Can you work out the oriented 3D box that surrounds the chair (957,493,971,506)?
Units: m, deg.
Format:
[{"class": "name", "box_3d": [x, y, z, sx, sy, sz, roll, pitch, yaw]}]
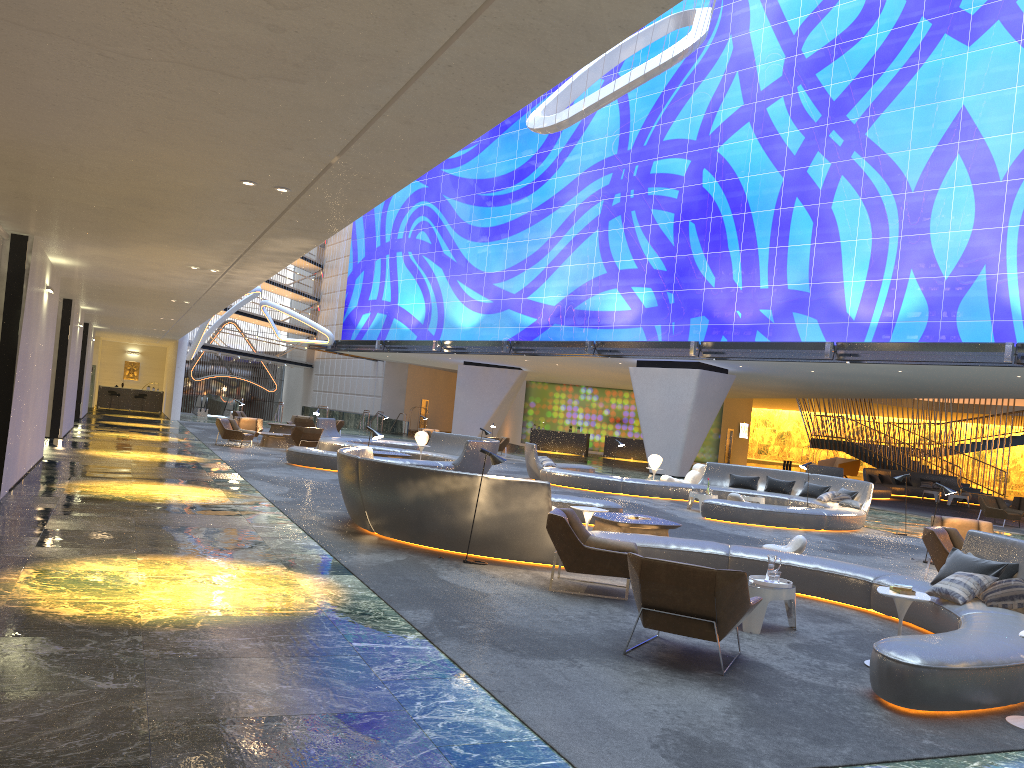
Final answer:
[{"class": "chair", "box_3d": [16.672, 4.252, 32.792, 0.491, 0.501, 0.586, 6, -1, -7]}]

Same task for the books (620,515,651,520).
[{"class": "books", "box_3d": [1.790, 1.911, 12.757, 0.395, 0.039, 0.301, 6, -2, -10]}]

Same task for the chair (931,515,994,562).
[{"class": "chair", "box_3d": [7.058, 2.512, 13.888, 0.928, 0.766, 0.940, 5, -1, 18]}]

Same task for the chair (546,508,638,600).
[{"class": "chair", "box_3d": [0.819, 1.722, 9.060, 0.938, 0.766, 0.930, 6, -1, 10]}]

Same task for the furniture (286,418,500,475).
[{"class": "furniture", "box_3d": [-3.199, 1.726, 24.926, 5.187, 0.969, 9.928, 6, -2, -7]}]

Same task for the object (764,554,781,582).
[{"class": "object", "box_3d": [2.380, 1.693, 8.119, 0.131, 0.252, 0.103, 6, 0, -41]}]

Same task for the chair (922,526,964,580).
[{"class": "chair", "box_3d": [5.934, 2.322, 11.617, 0.937, 0.766, 0.931, 5, -2, 45]}]

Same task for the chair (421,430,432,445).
[{"class": "chair", "box_3d": [-2.975, 2.176, 33.551, 0.938, 0.766, 0.930, 6, -1, 10]}]

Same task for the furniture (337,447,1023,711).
[{"class": "furniture", "box_3d": [1.157, 1.668, 10.429, 5.193, 0.969, 9.917, 7, -2, -27]}]

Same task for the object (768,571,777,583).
[{"class": "object", "box_3d": [2.338, 1.751, 7.971, 0.071, 0.118, 0.071, 6, -1, -41]}]

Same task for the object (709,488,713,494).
[{"class": "object", "box_3d": [4.322, 2.340, 19.323, 0.071, 0.118, 0.151, 6, -1, -13]}]

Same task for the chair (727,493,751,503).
[{"class": "chair", "box_3d": [5.193, 2.653, 19.608, 0.584, 0.501, 1.788, 5, -2, 30]}]

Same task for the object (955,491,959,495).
[{"class": "object", "box_3d": [16.222, 3.976, 32.331, 0.151, 0.118, 0.071, 5, -1, 12]}]

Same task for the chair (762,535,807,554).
[{"class": "chair", "box_3d": [3.596, 2.222, 11.670, 0.586, 0.501, 0.491, 6, -1, 11]}]

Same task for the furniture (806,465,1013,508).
[{"class": "furniture", "box_3d": [13.776, 3.713, 33.325, 9.930, 0.969, 5.186, 6, -2, -7]}]

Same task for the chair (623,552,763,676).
[{"class": "chair", "box_3d": [1.359, 1.698, 6.769, 0.928, 0.766, 0.940, 5, -1, 26]}]

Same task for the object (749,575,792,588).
[{"class": "object", "box_3d": [2.353, 1.799, 8.069, 0.382, 0.038, 0.381, 7, -2, -32]}]

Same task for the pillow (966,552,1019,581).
[{"class": "pillow", "box_3d": [4.551, 1.860, 8.619, 0.295, 0.369, 0.769, 6, -2, -11]}]

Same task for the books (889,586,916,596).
[{"class": "books", "box_3d": [3.085, 1.632, 7.001, 0.128, 0.030, 0.182, 6, -2, -2]}]

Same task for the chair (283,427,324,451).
[{"class": "chair", "box_3d": [-5.949, 1.598, 25.359, 0.931, 0.766, 0.937, 7, -2, -40]}]

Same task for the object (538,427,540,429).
[{"class": "object", "box_3d": [1.410, 2.265, 45.815, 0.107, 0.108, 0.111, 6, -1, 11]}]

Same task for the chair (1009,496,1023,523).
[{"class": "chair", "box_3d": [15.149, 3.735, 25.994, 0.928, 0.766, 0.940, 5, -1, 38]}]

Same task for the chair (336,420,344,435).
[{"class": "chair", "box_3d": [-7.332, 1.818, 35.878, 0.940, 0.766, 0.928, 6, -1, -22]}]

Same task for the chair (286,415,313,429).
[{"class": "chair", "box_3d": [-8.791, 1.702, 36.774, 0.929, 0.766, 0.939, 6, -1, 3]}]

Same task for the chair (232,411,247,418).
[{"class": "chair", "box_3d": [-10.331, 1.467, 34.412, 0.938, 0.766, 0.930, 6, -1, 1]}]

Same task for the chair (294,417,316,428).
[{"class": "chair", "box_3d": [-7.843, 1.702, 33.982, 0.928, 0.766, 0.940, 5, -1, 28]}]

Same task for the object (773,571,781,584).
[{"class": "object", "box_3d": [2.397, 1.759, 8.025, 0.071, 0.118, 0.071, 5, -1, 34]}]

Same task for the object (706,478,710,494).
[{"class": "object", "box_3d": [4.258, 2.210, 19.190, 0.076, 0.356, 0.066, 6, 0, 34]}]

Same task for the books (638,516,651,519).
[{"class": "books", "box_3d": [1.890, 1.927, 12.758, 0.133, 0.012, 0.189, 7, -2, -34]}]

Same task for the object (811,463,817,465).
[{"class": "object", "box_3d": [11.590, 3.226, 34.035, 0.318, 0.387, 0.366, 6, -1, -16]}]

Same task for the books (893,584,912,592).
[{"class": "books", "box_3d": [3.085, 1.606, 6.998, 0.133, 0.022, 0.189, 5, -2, 27]}]

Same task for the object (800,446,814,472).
[{"class": "object", "box_3d": [16.094, 4.136, 48.259, 0.475, 1.664, 1.207, 6, -1, 31]}]

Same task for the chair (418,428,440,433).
[{"class": "chair", "box_3d": [-3.358, 2.223, 36.058, 0.930, 0.766, 0.938, 6, -1, -17]}]

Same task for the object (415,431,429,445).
[{"class": "object", "box_3d": [-2.467, 1.481, 24.177, 0.367, 0.387, 0.318, 6, -1, -16]}]

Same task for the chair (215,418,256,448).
[{"class": "chair", "box_3d": [-7.900, 1.399, 25.245, 0.938, 0.766, 0.930, 6, -1, 10]}]

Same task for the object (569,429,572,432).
[{"class": "object", "box_3d": [2.997, 2.393, 45.436, 0.150, 0.145, 0.150, 6, -1, 10]}]

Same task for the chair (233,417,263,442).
[{"class": "chair", "box_3d": [-8.283, 1.446, 27.753, 0.930, 0.766, 0.938, 6, -1, -17]}]

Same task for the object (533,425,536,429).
[{"class": "object", "box_3d": [1.171, 2.222, 45.864, 0.149, 0.149, 0.149, 6, -1, 11]}]

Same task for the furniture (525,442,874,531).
[{"class": "furniture", "box_3d": [4.169, 2.363, 21.968, 5.194, 0.969, 9.915, 7, -2, -32]}]

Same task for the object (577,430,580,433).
[{"class": "object", "box_3d": [3.399, 2.431, 45.377, 0.150, 0.145, 0.150, 6, -1, 10]}]

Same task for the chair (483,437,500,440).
[{"class": "chair", "box_3d": [-1.024, 2.375, 33.664, 0.931, 0.766, 0.937, 7, -2, -40]}]

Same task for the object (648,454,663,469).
[{"class": "object", "box_3d": [3.921, 2.125, 24.293, 0.367, 0.387, 0.317, 7, -1, -41]}]

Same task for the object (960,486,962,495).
[{"class": "object", "box_3d": [16.321, 3.862, 32.205, 0.076, 0.356, 0.066, 6, 0, -31]}]

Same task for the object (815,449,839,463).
[{"class": "object", "box_3d": [17.152, 4.244, 48.311, 1.206, 1.664, 0.476, 6, 0, -14]}]

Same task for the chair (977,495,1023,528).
[{"class": "chair", "box_3d": [13.325, 3.493, 24.241, 0.930, 0.766, 0.938, 6, -1, -25]}]

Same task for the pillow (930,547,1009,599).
[{"class": "pillow", "box_3d": [4.377, 1.814, 8.504, 0.315, 0.386, 0.784, 6, -2, -8]}]

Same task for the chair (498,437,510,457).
[{"class": "chair", "box_3d": [-0.640, 2.471, 35.339, 0.939, 0.766, 0.929, 6, -1, -15]}]

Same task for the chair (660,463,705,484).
[{"class": "chair", "box_3d": [4.621, 2.546, 23.762, 1.157, 0.882, 0.729, 6, -1, -4]}]

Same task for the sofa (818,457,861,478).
[{"class": "sofa", "box_3d": [16.593, 4.329, 45.151, 1.062, 1.179, 3.418, 6, -2, 2]}]
